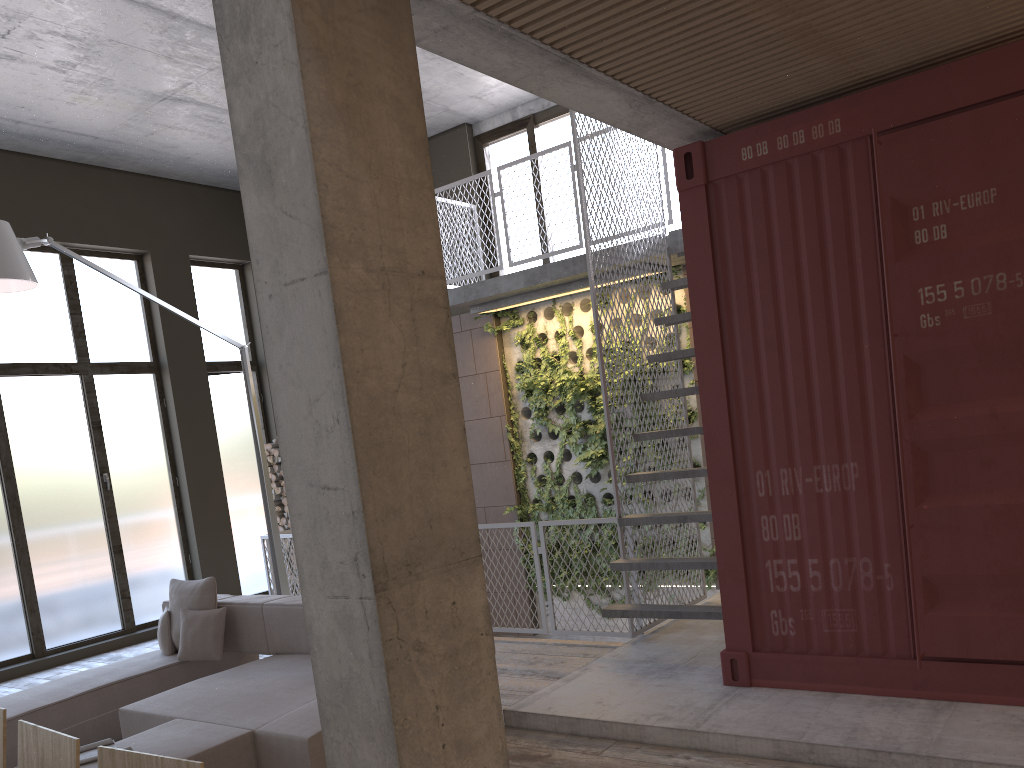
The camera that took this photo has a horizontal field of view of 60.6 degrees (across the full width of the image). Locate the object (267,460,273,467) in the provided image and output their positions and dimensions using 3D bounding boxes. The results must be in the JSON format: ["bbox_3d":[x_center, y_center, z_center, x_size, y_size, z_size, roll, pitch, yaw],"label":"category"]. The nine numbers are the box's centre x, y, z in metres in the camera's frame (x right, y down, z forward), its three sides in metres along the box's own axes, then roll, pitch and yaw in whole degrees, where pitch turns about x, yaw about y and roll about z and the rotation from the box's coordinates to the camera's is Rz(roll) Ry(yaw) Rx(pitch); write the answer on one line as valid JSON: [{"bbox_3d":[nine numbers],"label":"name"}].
[{"bbox_3d":[-2.897,0.978,10.963,0.091,0.090,0.450,-6,-2,35],"label":"object"}]

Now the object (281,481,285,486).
[{"bbox_3d":[-2.673,1.221,10.936,0.115,0.080,0.430,-7,-3,35],"label":"object"}]

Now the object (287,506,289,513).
[{"bbox_3d":[-2.569,1.526,10.887,0.094,0.084,0.474,-7,-2,35],"label":"object"}]

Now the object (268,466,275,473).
[{"bbox_3d":[-2.857,1.051,10.955,0.094,0.084,0.474,-7,-2,35],"label":"object"}]

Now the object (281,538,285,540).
[{"bbox_3d":[-2.744,1.905,11.092,0.093,0.094,0.432,-6,-2,35],"label":"object"}]

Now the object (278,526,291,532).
[{"bbox_3d":[-2.781,1.805,11.009,0.099,0.108,0.290,-6,-1,37],"label":"object"}]

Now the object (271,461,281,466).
[{"bbox_3d":[-2.799,0.969,10.928,0.115,0.080,0.430,-7,-3,35],"label":"object"}]

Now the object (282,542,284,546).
[{"bbox_3d":[-2.773,1.989,11.120,0.068,0.067,0.418,-6,-2,35],"label":"object"}]

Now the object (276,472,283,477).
[{"bbox_3d":[-2.782,1.102,10.951,0.065,0.075,0.355,-6,-2,35],"label":"object"}]

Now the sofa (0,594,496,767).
[{"bbox_3d":[-2.163,1.904,5.007,3.021,0.791,2.977,-9,-3,36],"label":"sofa"}]

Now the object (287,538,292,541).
[{"bbox_3d":[-2.616,1.887,10.964,0.091,0.090,0.450,-6,-2,37],"label":"object"}]

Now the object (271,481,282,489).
[{"bbox_3d":[-2.826,1.249,11.031,0.093,0.094,0.432,-6,-2,35],"label":"object"}]

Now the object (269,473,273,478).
[{"bbox_3d":[-2.914,1.150,11.040,0.101,0.103,0.289,-6,-1,37],"label":"object"}]

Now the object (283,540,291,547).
[{"bbox_3d":[-2.650,1.960,11.024,0.094,0.084,0.474,-7,-2,35],"label":"object"}]

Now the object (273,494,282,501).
[{"bbox_3d":[-2.812,1.395,10.986,0.094,0.084,0.474,-7,-2,35],"label":"object"}]

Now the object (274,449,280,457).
[{"bbox_3d":[-2.742,0.836,10.840,0.094,0.093,0.432,-6,-2,35],"label":"object"}]

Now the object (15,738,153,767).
[{"bbox_3d":[-2.331,1.988,3.707,1.580,0.506,1.051,-5,-2,-35],"label":"object"}]

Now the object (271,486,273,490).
[{"bbox_3d":[-2.931,1.314,11.066,0.064,0.126,0.360,-5,0,35],"label":"object"}]

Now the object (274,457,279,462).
[{"bbox_3d":[-2.760,0.921,10.876,0.068,0.067,0.418,-6,-2,35],"label":"object"}]

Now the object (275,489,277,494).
[{"bbox_3d":[-2.790,1.324,11.011,0.067,0.068,0.418,-6,-2,35],"label":"object"}]

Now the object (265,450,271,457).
[{"bbox_3d":[-2.896,0.849,10.933,0.113,0.080,0.430,-7,-3,35],"label":"object"}]

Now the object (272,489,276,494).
[{"bbox_3d":[-2.855,1.333,11.059,0.068,0.067,0.418,-6,-2,35],"label":"object"}]

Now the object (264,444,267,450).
[{"bbox_3d":[-2.916,0.780,10.984,0.091,0.091,0.450,-6,-2,34],"label":"object"}]

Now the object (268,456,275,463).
[{"bbox_3d":[-2.820,0.918,10.921,0.094,0.084,0.474,-7,-2,35],"label":"object"}]

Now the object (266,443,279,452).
[{"bbox_3d":[-2.892,0.776,10.863,0.104,0.104,0.289,-6,-1,36],"label":"object"}]

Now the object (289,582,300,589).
[{"bbox_3d":[-2.692,2.520,11.075,0.099,0.108,0.290,-6,-1,37],"label":"object"}]

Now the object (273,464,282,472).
[{"bbox_3d":[-2.765,1.027,10.918,0.091,0.090,0.450,-6,-2,34],"label":"object"}]

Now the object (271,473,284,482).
[{"bbox_3d":[-2.863,1.149,10.949,0.099,0.108,0.290,-6,-1,37],"label":"object"}]

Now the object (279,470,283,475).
[{"bbox_3d":[-2.704,1.075,10.886,0.123,0.068,0.359,-8,-3,37],"label":"object"}]

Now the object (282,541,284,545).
[{"bbox_3d":[-2.708,1.980,11.072,0.067,0.068,0.418,-6,-2,35],"label":"object"}]

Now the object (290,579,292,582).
[{"bbox_3d":[-2.680,2.443,11.090,0.089,0.057,0.328,-8,-3,35],"label":"object"}]

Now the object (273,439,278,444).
[{"bbox_3d":[-2.814,0.708,10.890,0.065,0.073,0.355,-6,-2,35],"label":"object"}]

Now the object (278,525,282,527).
[{"bbox_3d":[-2.832,1.807,11.100,0.101,0.103,0.289,-6,-1,37],"label":"object"}]

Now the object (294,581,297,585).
[{"bbox_3d":[-2.611,2.474,11.078,0.065,0.075,0.355,-6,-2,35],"label":"object"}]

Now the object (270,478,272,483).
[{"bbox_3d":[-2.943,1.199,10.966,0.045,0.073,0.248,-5,-1,35],"label":"object"}]

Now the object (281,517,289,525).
[{"bbox_3d":[-2.683,1.684,10.978,0.091,0.090,0.450,-6,-2,34],"label":"object"}]

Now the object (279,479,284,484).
[{"bbox_3d":[-2.750,1.222,11.004,0.102,0.087,0.358,-7,-2,35],"label":"object"}]

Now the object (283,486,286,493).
[{"bbox_3d":[-2.653,1.291,10.928,0.091,0.090,0.450,-6,-2,35],"label":"object"}]

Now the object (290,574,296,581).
[{"bbox_3d":[-2.594,2.399,11.045,0.091,0.090,0.450,-6,-2,34],"label":"object"}]

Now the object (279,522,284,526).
[{"bbox_3d":[-2.769,1.728,11.023,0.089,0.057,0.328,-8,-3,35],"label":"object"}]

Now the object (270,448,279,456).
[{"bbox_3d":[-2.821,0.827,10.863,0.104,0.084,0.359,-7,-2,35],"label":"object"}]

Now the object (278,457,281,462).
[{"bbox_3d":[-2.695,0.909,10.827,0.067,0.068,0.418,-6,-2,35],"label":"object"}]

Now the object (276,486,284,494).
[{"bbox_3d":[-2.731,1.303,10.963,0.094,0.084,0.474,-7,-2,35],"label":"object"}]
